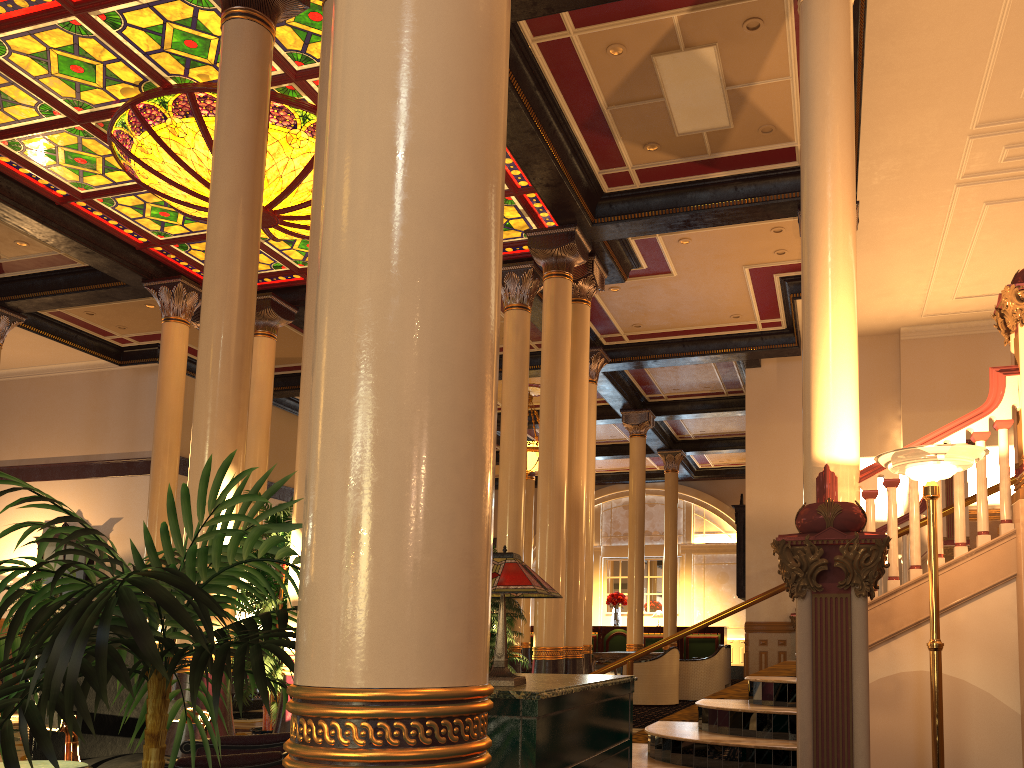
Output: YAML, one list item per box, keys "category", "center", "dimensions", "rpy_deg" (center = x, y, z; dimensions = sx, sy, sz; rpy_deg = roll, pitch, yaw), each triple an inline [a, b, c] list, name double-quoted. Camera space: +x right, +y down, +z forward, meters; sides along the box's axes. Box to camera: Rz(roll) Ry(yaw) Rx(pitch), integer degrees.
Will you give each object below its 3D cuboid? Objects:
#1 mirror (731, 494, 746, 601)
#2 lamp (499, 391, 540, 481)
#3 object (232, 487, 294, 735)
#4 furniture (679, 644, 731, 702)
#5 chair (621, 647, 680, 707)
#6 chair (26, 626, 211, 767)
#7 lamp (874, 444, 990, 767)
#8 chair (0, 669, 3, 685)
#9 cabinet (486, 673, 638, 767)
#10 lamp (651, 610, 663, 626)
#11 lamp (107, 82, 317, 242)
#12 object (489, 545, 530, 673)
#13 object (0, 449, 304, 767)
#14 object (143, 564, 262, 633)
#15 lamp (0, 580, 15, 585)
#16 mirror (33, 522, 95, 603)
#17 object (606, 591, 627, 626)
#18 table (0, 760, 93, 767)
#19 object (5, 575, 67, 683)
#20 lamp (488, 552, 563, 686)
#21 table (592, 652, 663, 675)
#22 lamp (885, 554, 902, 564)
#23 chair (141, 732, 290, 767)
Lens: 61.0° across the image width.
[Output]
- category: "mirror"
  center: [4.315, 3.032, 16.213]
  dimensions: [0.250, 1.945, 1.863]
  rpy_deg: [-2, -11, 20]
- category: "lamp"
  center: [0.335, 1.083, 18.138]
  dimensions: [1.170, 1.867, 1.239]
  rpy_deg: [-1, -10, 13]
- category: "object"
  center: [-1.735, 1.816, 6.462]
  dimensions: [1.114, 2.107, 1.026]
  rpy_deg: [5, -9, -23]
- category: "furniture"
  center: [3.430, 5.100, 15.435]
  dimensions: [0.790, 0.923, 2.277]
  rpy_deg: [-3, -15, 19]
- category: "chair"
  center: [2.225, 4.582, 13.649]
  dimensions: [0.749, 0.894, 1.008]
  rpy_deg: [-8, -15, 38]
- category: "chair"
  center: [-1.797, 1.607, 3.931]
  dimensions: [0.722, 1.076, 0.779]
  rpy_deg: [-6, -12, 33]
- category: "lamp"
  center: [2.225, 1.366, 4.570]
  dimensions: [0.563, 1.971, 0.610]
  rpy_deg: [-5, -9, 36]
- category: "chair"
  center: [-9.284, 4.929, 15.141]
  dimensions: [0.625, 0.901, 0.721]
  rpy_deg: [-7, -13, 38]
- category: "cabinet"
  center: [0.031, 1.479, 3.050]
  dimensions: [0.538, 0.846, 1.320]
  rpy_deg: [-3, -14, 19]
- category: "lamp"
  center: [4.102, 6.551, 24.290]
  dimensions: [0.439, 0.434, 0.419]
  rpy_deg: [7, -13, -26]
- category: "lamp"
  center: [-2.780, -2.104, 9.565]
  dimensions: [2.936, 0.589, 3.148]
  rpy_deg: [-4, -17, 16]
- category: "object"
  center: [-0.305, 2.988, 10.404]
  dimensions: [1.026, 2.107, 1.114]
  rpy_deg: [0, -9, 7]
- category: "object"
  center: [-0.783, 0.845, 1.887]
  dimensions: [1.041, 1.407, 1.103]
  rpy_deg: [10, -14, -42]
- category: "object"
  center: [-3.894, 3.304, 11.792]
  dimensions: [1.780, 2.226, 2.176]
  rpy_deg: [-3, -12, 22]
- category: "lamp"
  center: [-9.555, 4.612, 15.940]
  dimensions: [0.599, 1.971, 0.574]
  rpy_deg: [4, -8, -21]
- category: "mirror"
  center: [-8.511, 3.394, 16.483]
  dimensions: [1.356, 1.523, 0.208]
  rpy_deg: [-3, -8, 17]
- category: "object"
  center: [2.454, 0.510, 10.411]
  dimensions: [0.669, 4.186, 30.834]
  rpy_deg: [1, -16, 3]
- category: "table"
  center: [-1.721, 1.595, 2.956]
  dimensions: [0.501, 0.545, 0.473]
  rpy_deg: [7, -13, -30]
- category: "object"
  center: [-8.578, 4.464, 15.650]
  dimensions: [1.114, 2.107, 1.026]
  rpy_deg: [5, -9, -23]
- category: "lamp"
  center: [-0.031, 0.754, 2.793]
  dimensions: [0.313, 0.411, 0.333]
  rpy_deg: [-2, -11, 15]
- category: "table"
  center: [2.122, 5.093, 15.224]
  dimensions: [1.082, 0.756, 1.717]
  rpy_deg: [-4, -15, 19]
- category: "lamp"
  center: [4.256, 2.997, 10.077]
  dimensions: [0.581, 1.971, 0.592]
  rpy_deg: [1, -8, 1]
- category: "chair"
  center: [-0.918, 1.437, 3.020]
  dimensions: [0.655, 0.901, 0.690]
  rpy_deg: [3, -11, -11]
